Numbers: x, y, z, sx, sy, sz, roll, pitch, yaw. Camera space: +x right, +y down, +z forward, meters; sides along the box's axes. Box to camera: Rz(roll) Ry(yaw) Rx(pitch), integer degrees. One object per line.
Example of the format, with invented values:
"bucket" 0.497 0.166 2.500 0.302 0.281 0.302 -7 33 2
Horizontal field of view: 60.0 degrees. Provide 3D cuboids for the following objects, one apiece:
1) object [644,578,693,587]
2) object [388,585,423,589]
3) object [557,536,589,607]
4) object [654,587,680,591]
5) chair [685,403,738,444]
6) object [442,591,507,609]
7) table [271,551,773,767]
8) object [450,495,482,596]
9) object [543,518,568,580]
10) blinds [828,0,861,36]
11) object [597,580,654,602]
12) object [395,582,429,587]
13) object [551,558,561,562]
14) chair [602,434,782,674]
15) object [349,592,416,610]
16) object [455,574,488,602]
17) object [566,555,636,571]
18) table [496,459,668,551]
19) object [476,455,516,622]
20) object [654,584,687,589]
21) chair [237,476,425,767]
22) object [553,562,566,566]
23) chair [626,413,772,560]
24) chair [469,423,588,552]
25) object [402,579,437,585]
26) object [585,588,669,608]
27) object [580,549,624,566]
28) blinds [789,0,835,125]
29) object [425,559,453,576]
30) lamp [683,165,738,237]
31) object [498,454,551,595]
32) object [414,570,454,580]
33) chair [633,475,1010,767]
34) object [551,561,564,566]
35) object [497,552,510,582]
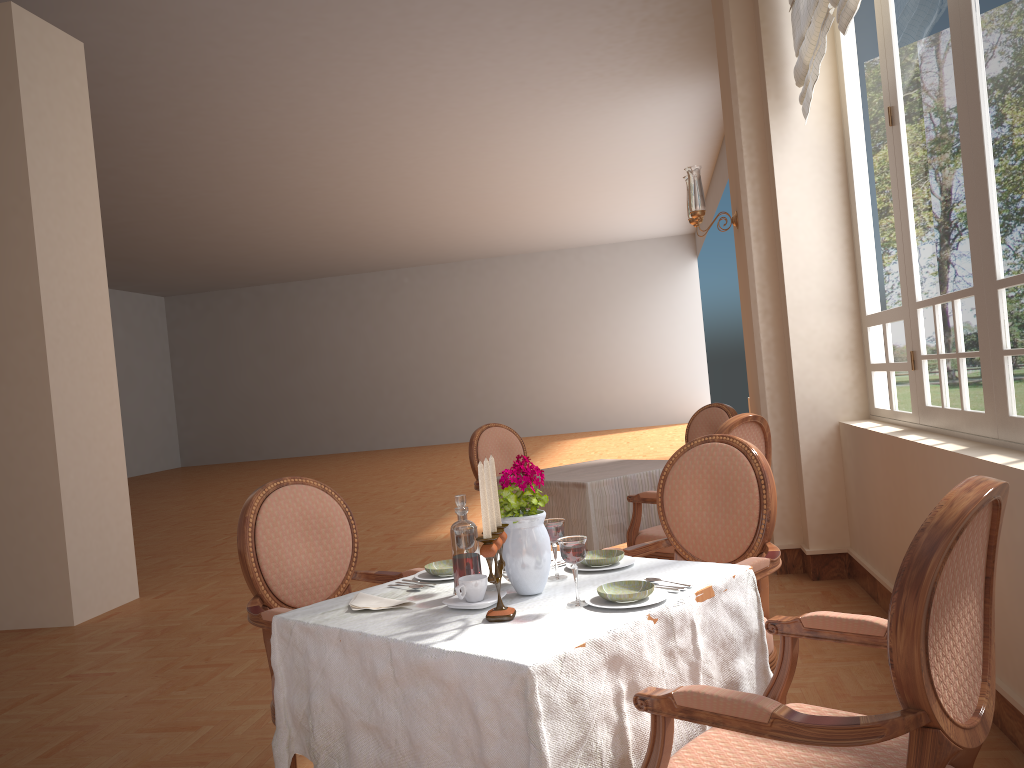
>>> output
"object" 0.335 0.426 1.906 0.126 0.006 0.027 -6 0 45
"object" -0.256 0.484 2.121 0.126 0.006 0.027 -6 0 42
"object" 0.129 0.381 1.803 0.062 0.135 0.062 -5 1 40
"object" 0.301 0.430 1.875 0.013 0.004 0.127 -5 0 -44
"chair" 0.997 0.590 4.904 0.592 0.931 0.521 -6 0 -36
"object" -0.079 0.461 1.891 0.119 0.016 0.119 -6 0 29
"table" 0.037 0.800 2.001 0.830 0.680 0.836 -5 0 43
"object" -0.106 0.360 1.990 0.074 0.222 0.074 -6 0 -12
"object" 0.099 0.385 2.063 0.062 0.135 0.062 -5 1 40
"blinds" 1.190 -2.007 3.182 0.085 1.236 0.787 -5 0 9
"object" 0.232 0.425 1.805 0.117 0.024 0.117 -5 0 -40
"object" -0.240 0.484 2.141 0.125 0.002 0.016 -6 0 43
"object" 0.116 0.448 2.268 0.027 0.006 0.125 -6 0 45
"chair" 0.494 0.632 2.518 0.521 0.931 0.592 -5 0 42
"object" -0.318 0.486 1.968 0.094 0.012 0.234 -5 0 -43
"object" -0.088 0.438 1.888 0.078 0.049 0.062 -6 0 -19
"object" 0.217 0.438 2.166 0.171 0.005 0.171 -6 0 40
"table" 0.453 0.769 4.487 0.830 0.677 0.829 -6 0 -36
"object" -0.037 0.305 1.762 0.059 0.326 0.177 -5 0 8
"object" 0.318 0.429 1.887 0.016 0.002 0.125 -5 0 -44
"chair" -0.446 0.723 2.472 0.593 0.931 0.520 -5 0 42
"object" 0.148 0.446 2.234 0.127 0.004 0.013 -5 0 -44
"chair" 0.868 0.600 3.924 0.520 0.931 0.593 -6 0 -36
"chair" 0.066 0.681 5.045 0.520 0.931 0.593 -6 0 -36
"object" -0.224 0.481 2.155 0.127 0.004 0.013 -6 0 43
"object" 0.233 0.436 1.805 0.171 0.005 0.171 -5 0 -31
"object" 0.217 0.428 2.165 0.117 0.024 0.117 -5 0 -12
"blinds" 1.325 -1.947 3.999 0.072 1.376 0.843 -5 0 10
"object" -0.160 0.464 2.228 0.117 0.024 0.117 -6 0 19
"lamp" 1.128 -1.038 5.036 0.274 0.362 0.320 -5 0 9
"object" 0.020 0.307 1.941 0.124 0.302 0.143 -5 0 8
"object" -0.160 0.475 2.228 0.171 0.005 0.171 -5 0 -44
"chair" 0.560 0.623 1.531 0.593 0.931 0.520 -5 0 42
"object" 0.136 0.448 2.251 0.125 0.002 0.016 -5 0 -44
"object" 0.003 0.392 2.065 0.093 0.138 0.093 -5 0 37
